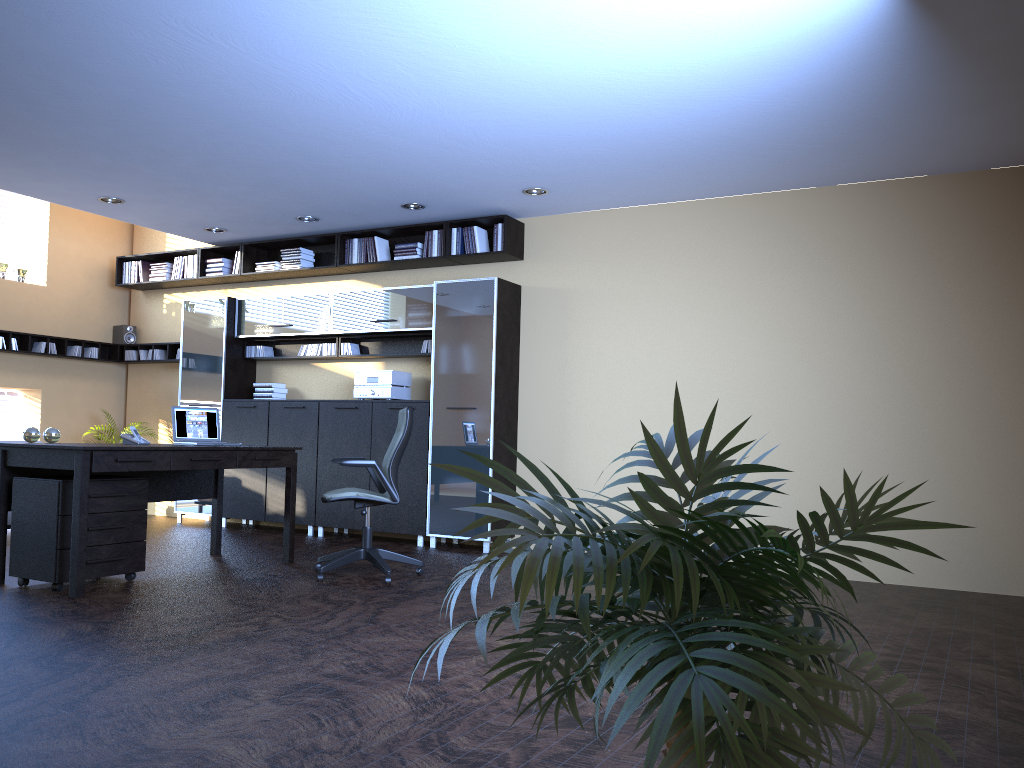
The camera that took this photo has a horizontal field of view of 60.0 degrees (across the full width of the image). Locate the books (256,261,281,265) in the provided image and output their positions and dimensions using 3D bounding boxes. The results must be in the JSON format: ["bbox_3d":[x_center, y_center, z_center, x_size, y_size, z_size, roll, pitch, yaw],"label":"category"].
[{"bbox_3d":[-2.523,-1.254,9.322,0.258,0.028,0.208,0,-4,27],"label":"books"}]

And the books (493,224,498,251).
[{"bbox_3d":[-0.100,-1.296,8.029,0.050,0.258,0.208,0,-3,28],"label":"books"}]

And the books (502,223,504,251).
[{"bbox_3d":[-0.025,-1.297,7.977,0.050,0.258,0.208,0,-3,28],"label":"books"}]

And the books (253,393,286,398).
[{"bbox_3d":[-2.531,0.120,9.262,0.258,0.050,0.208,0,-4,29],"label":"books"}]

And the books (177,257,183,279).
[{"bbox_3d":[-3.641,-1.277,9.910,0.075,0.259,0.208,0,-3,28],"label":"books"}]

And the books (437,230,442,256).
[{"bbox_3d":[-0.626,-1.293,8.298,0.050,0.258,0.208,0,-3,28],"label":"books"}]

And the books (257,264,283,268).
[{"bbox_3d":[-2.508,-1.226,9.306,0.258,0.028,0.208,0,-4,28],"label":"books"}]

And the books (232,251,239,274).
[{"bbox_3d":[-2.903,-1.280,9.525,0.075,0.259,0.208,0,-3,28],"label":"books"}]

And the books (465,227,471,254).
[{"bbox_3d":[-0.360,-1.295,8.151,0.075,0.259,0.208,0,-3,28],"label":"books"}]

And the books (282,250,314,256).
[{"bbox_3d":[-2.206,-1.342,9.147,0.258,0.028,0.208,0,-4,28],"label":"books"}]

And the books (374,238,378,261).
[{"bbox_3d":[-1.265,-1.289,8.662,0.072,0.257,0.208,0,-3,29],"label":"books"}]

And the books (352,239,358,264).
[{"bbox_3d":[-1.495,-1.288,8.770,0.050,0.258,0.208,0,-3,29],"label":"books"}]

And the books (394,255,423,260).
[{"bbox_3d":[-0.964,-1.186,8.490,0.258,0.050,0.208,0,-4,27],"label":"books"}]

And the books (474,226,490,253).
[{"bbox_3d":[-0.276,-1.296,8.105,0.075,0.259,0.208,0,-3,27],"label":"books"}]

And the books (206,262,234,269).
[{"bbox_3d":[-3.162,-1.276,9.665,0.258,0.050,0.208,0,-4,28],"label":"books"}]

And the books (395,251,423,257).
[{"bbox_3d":[-0.957,-1.229,8.480,0.258,0.031,0.208,0,-4,28],"label":"books"}]

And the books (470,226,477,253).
[{"bbox_3d":[-0.304,-1.295,8.122,0.075,0.259,0.208,0,-3,28],"label":"books"}]

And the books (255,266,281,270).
[{"bbox_3d":[-2.523,-1.198,9.305,0.258,0.028,0.208,0,-4,29],"label":"books"}]

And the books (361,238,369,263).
[{"bbox_3d":[-1.402,-1.288,8.724,0.050,0.258,0.208,0,-3,28],"label":"books"}]

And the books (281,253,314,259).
[{"bbox_3d":[-2.216,-1.314,9.155,0.258,0.028,0.208,0,-4,28],"label":"books"}]

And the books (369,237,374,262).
[{"bbox_3d":[-1.318,-1.289,8.677,0.075,0.259,0.208,0,-3,28],"label":"books"}]

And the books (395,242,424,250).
[{"bbox_3d":[-0.951,-1.302,8.471,0.258,0.050,0.208,0,-4,28],"label":"books"}]

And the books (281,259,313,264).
[{"bbox_3d":[-2.226,-1.255,9.179,0.258,0.028,0.208,0,-4,27],"label":"books"}]

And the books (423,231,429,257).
[{"bbox_3d":[-0.763,-1.292,8.376,0.055,0.260,0.208,0,-3,28],"label":"books"}]

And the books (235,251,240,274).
[{"bbox_3d":[-2.873,-1.280,9.514,0.075,0.259,0.208,0,-3,28],"label":"books"}]

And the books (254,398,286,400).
[{"bbox_3d":[-2.526,0.171,9.251,0.258,0.050,0.208,0,-4,29],"label":"books"}]

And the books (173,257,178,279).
[{"bbox_3d":[-3.697,-1.276,9.940,0.075,0.259,0.208,0,-3,28],"label":"books"}]

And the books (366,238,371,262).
[{"bbox_3d":[-1.346,-1.289,8.692,0.075,0.259,0.208,0,-3,29],"label":"books"}]

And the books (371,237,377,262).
[{"bbox_3d":[-1.291,-1.288,8.658,0.072,0.257,0.208,0,-3,29],"label":"books"}]

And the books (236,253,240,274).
[{"bbox_3d":[-2.851,-1.281,9.487,0.075,0.259,0.208,0,-3,27],"label":"books"}]

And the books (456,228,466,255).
[{"bbox_3d":[-0.445,-1.295,8.196,0.050,0.258,0.208,0,-3,28],"label":"books"}]

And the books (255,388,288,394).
[{"bbox_3d":[-2.515,0.070,9.266,0.258,0.050,0.208,0,-4,29],"label":"books"}]

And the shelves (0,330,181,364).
[{"bbox_3d":[-5.683,-0.562,7.439,1.249,0.213,6.630,0,-4,28],"label":"shelves"}]

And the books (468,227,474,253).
[{"bbox_3d":[-0.330,-1.295,8.140,0.075,0.259,0.208,0,-3,29],"label":"books"}]

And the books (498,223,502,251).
[{"bbox_3d":[-0.065,-1.296,7.998,0.036,0.258,0.208,0,-3,28],"label":"books"}]

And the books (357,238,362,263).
[{"bbox_3d":[-1.446,-1.288,8.751,0.050,0.258,0.208,0,-3,28],"label":"books"}]

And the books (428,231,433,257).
[{"bbox_3d":[-0.714,-1.292,8.353,0.050,0.258,0.208,0,-3,29],"label":"books"}]

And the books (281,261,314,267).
[{"bbox_3d":[-2.214,-1.227,9.156,0.258,0.028,0.208,0,-4,28],"label":"books"}]

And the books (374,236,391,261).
[{"bbox_3d":[-1.256,-1.290,8.628,0.072,0.257,0.208,0,-3,28],"label":"books"}]

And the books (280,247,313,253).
[{"bbox_3d":[-2.223,-1.370,9.161,0.258,0.028,0.208,0,-4,28],"label":"books"}]

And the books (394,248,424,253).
[{"bbox_3d":[-0.967,-1.260,8.487,0.258,0.031,0.208,0,-4,28],"label":"books"}]

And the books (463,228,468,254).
[{"bbox_3d":[-0.378,-1.294,8.185,0.075,0.259,0.208,0,-3,29],"label":"books"}]

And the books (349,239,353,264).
[{"bbox_3d":[-1.539,-1.288,8.799,0.050,0.258,0.208,0,-3,28],"label":"books"}]

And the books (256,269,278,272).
[{"bbox_3d":[-2.515,-1.170,9.297,0.258,0.028,0.208,0,-4,29],"label":"books"}]

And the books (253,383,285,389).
[{"bbox_3d":[-2.537,0.018,9.269,0.258,0.050,0.208,0,-4,28],"label":"books"}]

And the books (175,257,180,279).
[{"bbox_3d":[-3.669,-1.277,9.924,0.075,0.259,0.208,0,-3,28],"label":"books"}]

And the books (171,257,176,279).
[{"bbox_3d":[-3.722,-1.276,9.961,0.075,0.259,0.208,0,-3,28],"label":"books"}]

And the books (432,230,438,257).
[{"bbox_3d":[-0.673,-1.293,8.321,0.050,0.258,0.208,0,-3,28],"label":"books"}]

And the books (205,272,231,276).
[{"bbox_3d":[-3.168,-1.174,9.658,0.258,0.050,0.208,0,-4,28],"label":"books"}]

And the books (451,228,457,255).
[{"bbox_3d":[-0.491,-1.294,8.221,0.050,0.258,0.208,0,-3,28],"label":"books"}]

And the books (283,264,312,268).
[{"bbox_3d":[-2.197,-1.199,9.147,0.258,0.028,0.208,0,-4,29],"label":"books"}]

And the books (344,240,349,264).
[{"bbox_3d":[-1.584,-1.287,8.824,0.050,0.258,0.208,0,-3,29],"label":"books"}]

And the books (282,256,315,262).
[{"bbox_3d":[-2.203,-1.285,9.158,0.258,0.028,0.208,0,-4,28],"label":"books"}]

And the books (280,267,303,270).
[{"bbox_3d":[-2.221,-1.171,9.148,0.258,0.028,0.208,0,-4,28],"label":"books"}]
